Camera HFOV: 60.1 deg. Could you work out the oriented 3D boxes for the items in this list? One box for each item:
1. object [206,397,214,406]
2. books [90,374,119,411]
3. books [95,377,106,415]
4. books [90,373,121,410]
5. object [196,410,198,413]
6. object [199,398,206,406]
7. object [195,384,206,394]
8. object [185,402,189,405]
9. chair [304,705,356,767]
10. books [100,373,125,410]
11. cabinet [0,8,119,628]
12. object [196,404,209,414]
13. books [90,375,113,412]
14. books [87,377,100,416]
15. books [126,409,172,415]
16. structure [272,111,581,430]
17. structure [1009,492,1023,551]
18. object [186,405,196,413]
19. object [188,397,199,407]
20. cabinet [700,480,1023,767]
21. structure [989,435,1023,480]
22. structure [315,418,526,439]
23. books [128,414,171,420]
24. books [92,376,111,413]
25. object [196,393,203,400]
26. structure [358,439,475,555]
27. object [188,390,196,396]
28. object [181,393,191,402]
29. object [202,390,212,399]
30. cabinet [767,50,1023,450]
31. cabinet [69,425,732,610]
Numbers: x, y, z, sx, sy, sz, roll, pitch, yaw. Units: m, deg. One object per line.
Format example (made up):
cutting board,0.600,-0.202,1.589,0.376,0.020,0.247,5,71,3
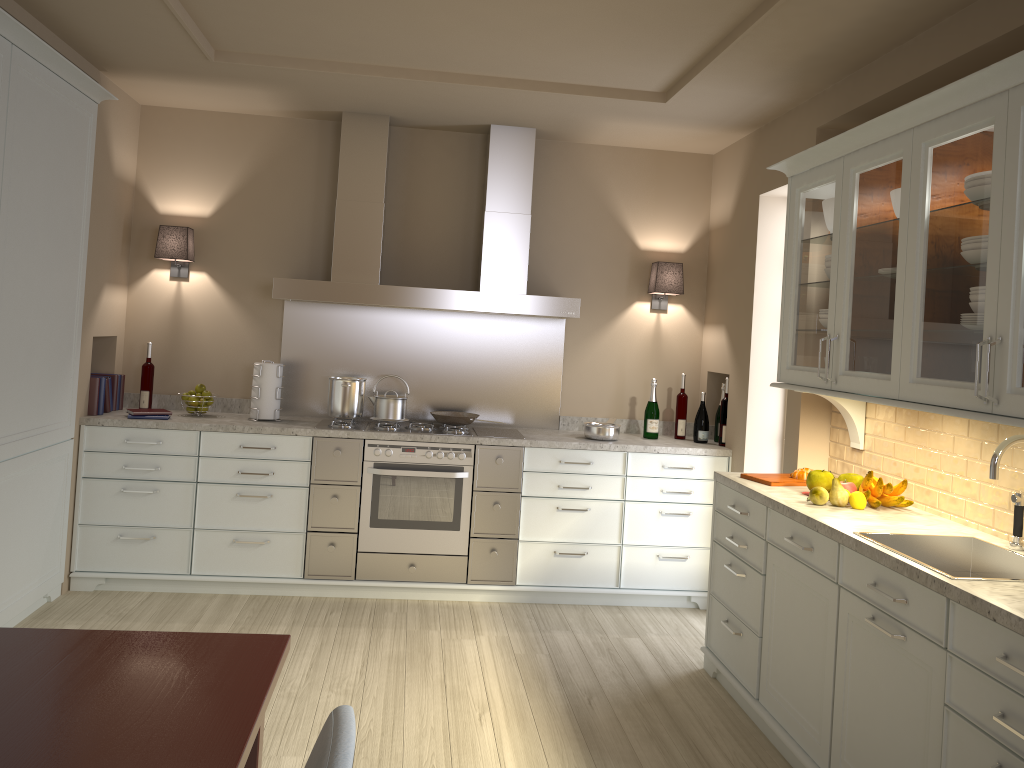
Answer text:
object,-1.560,0.088,4.556,0.047,0.045,0.047,4,1,-2
books,-2.113,0.042,4.540,0.164,0.183,0.032,3,-1,-6
books,-2.079,0.055,4.324,0.164,0.183,0.032,3,-1,-6
books,-2.113,0.039,4.572,0.164,0.183,0.032,3,-1,-6
object,-1.628,0.131,4.590,0.038,0.038,0.039,4,1,-3
object,-1.581,0.093,4.517,0.039,0.040,0.040,3,1,-15
object,-1.610,0.026,4.570,0.055,0.056,0.055,3,1,-6
object,-1.667,0.086,4.579,0.054,0.055,0.054,3,1,-42
chair,-0.464,0.836,1.009,0.505,0.829,0.399,4,0,-6
books,-2.107,0.039,4.605,0.164,0.183,0.032,3,-1,-6
cabinet,-2.127,-0.135,3.007,0.612,2.341,2.345,4,1,-6
object,-1.593,0.125,4.552,0.059,0.056,0.061,5,2,39
books,-2.100,0.047,4.450,0.164,0.182,0.092,3,0,-6
books,-2.091,0.057,4.290,0.164,0.183,0.032,3,-1,-6
books,-1.790,0.139,4.358,0.182,0.017,0.165,1,4,-36
structure,-0.434,-0.587,4.702,1.557,1.681,0.447,3,-1,-6
structure,1.446,0.391,2.515,0.056,0.162,0.043,4,-1,-6
object,-1.648,0.127,4.541,0.048,0.048,0.048,4,1,5
object,-1.622,0.089,4.511,0.058,0.058,0.058,3,1,-39
cabinet,1.242,0.872,2.635,0.637,0.793,2.223,4,3,-6
structure,1.390,0.307,2.384,0.211,0.337,0.141,4,0,4
structure,-0.469,0.219,4.581,1.048,0.031,0.399,3,3,-6
books,-1.780,0.157,4.346,0.182,0.017,0.165,3,3,-16
books,-2.097,0.050,4.418,0.165,0.183,0.091,4,0,-3
object,-1.603,0.065,4.541,0.040,0.038,0.040,3,1,-35
structure,-0.500,0.591,4.609,0.540,0.697,0.580,4,1,-6
object,-1.651,0.054,4.560,0.044,0.043,0.040,4,1,8
object,-1.664,0.069,4.518,0.047,0.048,0.047,3,1,-44
object,-1.564,0.056,4.531,0.047,0.045,0.047,3,1,-6
cabinet,1.316,-0.259,2.684,0.411,1.113,1.931,4,2,-6
cabinet,-0.513,0.650,4.641,3.204,0.795,0.643,3,1,-6
